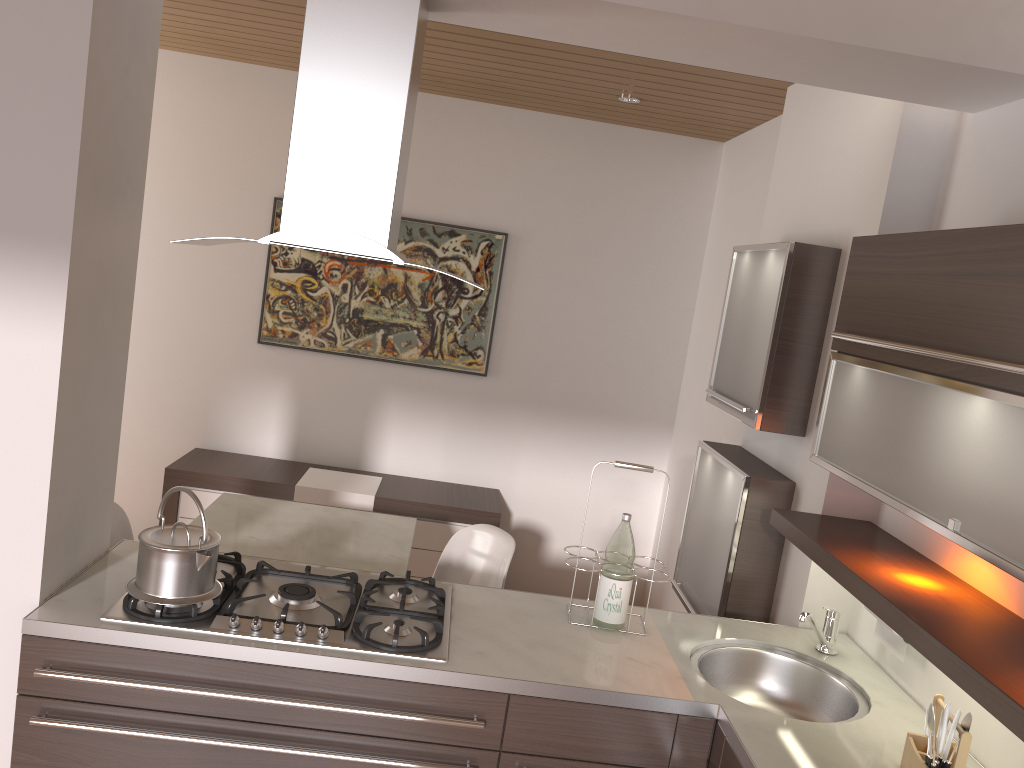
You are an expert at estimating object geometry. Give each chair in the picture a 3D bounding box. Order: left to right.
[{"bbox_3d":[-1.261,0.850,3.040,0.608,0.847,0.491,9,7,1],"label":"chair"},{"bbox_3d":[-0.342,0.961,3.287,0.608,0.847,0.491,4,8,-33],"label":"chair"}]

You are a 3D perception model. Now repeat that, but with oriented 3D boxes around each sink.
[{"bbox_3d":[0.683,0.768,2.306,0.450,0.347,0.494,9,7,2],"label":"sink"}]

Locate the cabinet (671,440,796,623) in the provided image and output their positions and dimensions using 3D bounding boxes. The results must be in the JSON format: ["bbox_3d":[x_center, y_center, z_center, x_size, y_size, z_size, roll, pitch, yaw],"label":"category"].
[{"bbox_3d":[0.756,0.558,3.169,0.194,0.600,0.598,8,7,-4],"label":"cabinet"}]

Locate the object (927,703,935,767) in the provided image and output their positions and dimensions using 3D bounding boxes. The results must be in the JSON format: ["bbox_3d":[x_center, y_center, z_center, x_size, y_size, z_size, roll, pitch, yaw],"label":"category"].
[{"bbox_3d":[0.835,0.734,1.775,0.042,0.192,0.040,15,10,42],"label":"object"}]

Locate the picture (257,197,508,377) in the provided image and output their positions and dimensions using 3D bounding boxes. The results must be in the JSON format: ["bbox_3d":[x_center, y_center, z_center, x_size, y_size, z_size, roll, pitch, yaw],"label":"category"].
[{"bbox_3d":[-0.712,-0.525,4.878,1.277,0.801,0.018,8,7,-4],"label":"picture"}]

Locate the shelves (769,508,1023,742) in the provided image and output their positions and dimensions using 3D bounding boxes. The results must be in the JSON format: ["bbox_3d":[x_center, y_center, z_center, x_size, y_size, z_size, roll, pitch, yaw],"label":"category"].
[{"bbox_3d":[0.961,0.533,1.712,0.313,0.050,1.850,8,7,-4],"label":"shelves"}]

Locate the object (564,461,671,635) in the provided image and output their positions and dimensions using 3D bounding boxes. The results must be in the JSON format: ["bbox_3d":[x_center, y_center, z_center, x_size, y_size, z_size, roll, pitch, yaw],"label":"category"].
[{"bbox_3d":[0.299,0.440,2.465,0.291,0.453,0.210,9,7,1],"label":"object"}]

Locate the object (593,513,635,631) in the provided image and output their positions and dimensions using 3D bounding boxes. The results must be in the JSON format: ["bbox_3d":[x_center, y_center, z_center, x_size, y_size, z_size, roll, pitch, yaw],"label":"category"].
[{"bbox_3d":[0.288,0.509,2.420,0.091,0.319,0.091,13,8,31],"label":"object"}]

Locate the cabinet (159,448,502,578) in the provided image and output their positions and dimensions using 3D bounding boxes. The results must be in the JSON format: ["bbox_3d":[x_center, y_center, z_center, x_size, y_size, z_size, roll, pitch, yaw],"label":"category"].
[{"bbox_3d":[-0.950,0.804,4.764,1.740,0.608,0.540,8,7,-4],"label":"cabinet"}]

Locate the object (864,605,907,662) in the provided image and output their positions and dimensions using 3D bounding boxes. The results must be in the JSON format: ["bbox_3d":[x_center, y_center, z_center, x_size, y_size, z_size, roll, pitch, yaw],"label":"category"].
[{"bbox_3d":[0.978,0.637,2.332,0.053,0.119,0.165,8,7,-4],"label":"object"}]

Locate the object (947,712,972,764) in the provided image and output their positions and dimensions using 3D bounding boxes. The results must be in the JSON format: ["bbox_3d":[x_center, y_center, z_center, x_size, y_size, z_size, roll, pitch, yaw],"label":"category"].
[{"bbox_3d":[0.883,0.742,1.770,0.040,0.192,0.042,2,10,-45],"label":"object"}]

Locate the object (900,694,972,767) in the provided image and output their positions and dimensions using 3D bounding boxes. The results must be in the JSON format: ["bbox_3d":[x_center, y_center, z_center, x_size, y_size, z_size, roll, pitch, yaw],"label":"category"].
[{"bbox_3d":[0.887,0.754,1.820,0.100,0.170,0.173,10,7,8],"label":"object"}]

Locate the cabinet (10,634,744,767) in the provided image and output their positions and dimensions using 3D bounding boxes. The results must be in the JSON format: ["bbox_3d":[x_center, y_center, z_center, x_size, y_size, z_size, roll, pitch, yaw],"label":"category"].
[{"bbox_3d":[-0.079,1.181,1.749,2.150,0.870,1.850,8,7,-4],"label":"cabinet"}]

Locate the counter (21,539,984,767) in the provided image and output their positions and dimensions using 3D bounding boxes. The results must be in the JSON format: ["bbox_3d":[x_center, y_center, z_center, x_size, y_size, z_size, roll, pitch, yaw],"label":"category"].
[{"bbox_3d":[-0.011,0.737,1.693,2.150,0.036,1.850,8,7,-4],"label":"counter"}]

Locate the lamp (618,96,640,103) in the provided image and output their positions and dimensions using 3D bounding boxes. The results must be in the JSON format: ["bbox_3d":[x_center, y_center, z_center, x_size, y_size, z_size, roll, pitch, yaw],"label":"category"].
[{"bbox_3d":[0.549,-1.346,4.122,0.102,0.055,0.102,10,7,13],"label":"lamp"}]

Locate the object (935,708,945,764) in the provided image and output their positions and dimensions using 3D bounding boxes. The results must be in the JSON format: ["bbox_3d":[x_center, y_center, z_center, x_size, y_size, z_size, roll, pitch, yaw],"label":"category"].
[{"bbox_3d":[0.852,0.740,1.775,0.023,0.196,0.018,9,7,-2],"label":"object"}]

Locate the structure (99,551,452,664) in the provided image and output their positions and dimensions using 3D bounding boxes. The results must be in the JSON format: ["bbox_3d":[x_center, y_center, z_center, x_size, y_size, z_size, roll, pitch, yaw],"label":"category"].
[{"bbox_3d":[-0.553,0.539,2.280,0.797,0.047,0.494,8,7,-4],"label":"structure"}]

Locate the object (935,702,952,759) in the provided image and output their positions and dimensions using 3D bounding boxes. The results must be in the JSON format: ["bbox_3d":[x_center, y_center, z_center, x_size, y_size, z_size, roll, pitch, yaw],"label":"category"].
[{"bbox_3d":[0.866,0.740,1.793,0.018,0.196,0.022,8,7,-2],"label":"object"}]

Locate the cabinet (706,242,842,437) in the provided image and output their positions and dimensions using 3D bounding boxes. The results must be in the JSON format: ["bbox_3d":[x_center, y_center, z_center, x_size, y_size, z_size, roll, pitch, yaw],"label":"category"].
[{"bbox_3d":[0.811,-0.183,3.054,0.172,0.600,0.619,6,7,-18],"label":"cabinet"}]

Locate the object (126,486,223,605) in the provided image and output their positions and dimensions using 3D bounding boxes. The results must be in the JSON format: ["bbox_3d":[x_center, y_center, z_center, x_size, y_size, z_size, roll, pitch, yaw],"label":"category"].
[{"bbox_3d":[-0.796,0.370,2.129,0.221,0.251,0.221,7,7,-11],"label":"object"}]

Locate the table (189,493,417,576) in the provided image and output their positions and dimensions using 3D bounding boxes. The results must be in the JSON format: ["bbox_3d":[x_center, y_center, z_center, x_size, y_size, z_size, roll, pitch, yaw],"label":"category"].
[{"bbox_3d":[-0.823,0.946,3.173,0.800,0.758,1.100,8,7,-4],"label":"table"}]

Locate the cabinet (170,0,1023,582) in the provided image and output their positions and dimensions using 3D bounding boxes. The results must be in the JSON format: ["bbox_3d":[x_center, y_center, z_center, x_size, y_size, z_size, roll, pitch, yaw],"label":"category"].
[{"bbox_3d":[0.245,-0.311,1.621,2.058,1.032,1.399,9,7,0],"label":"cabinet"}]

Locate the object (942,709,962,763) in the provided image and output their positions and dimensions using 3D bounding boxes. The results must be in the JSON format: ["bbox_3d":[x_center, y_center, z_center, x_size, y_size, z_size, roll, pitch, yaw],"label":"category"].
[{"bbox_3d":[0.872,0.742,1.783,0.020,0.196,0.017,11,7,19],"label":"object"}]

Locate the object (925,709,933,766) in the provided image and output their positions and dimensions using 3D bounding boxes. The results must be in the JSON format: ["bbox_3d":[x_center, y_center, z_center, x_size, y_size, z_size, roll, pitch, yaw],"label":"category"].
[{"bbox_3d":[0.847,0.745,1.801,0.019,0.178,0.044,5,8,-29],"label":"object"}]

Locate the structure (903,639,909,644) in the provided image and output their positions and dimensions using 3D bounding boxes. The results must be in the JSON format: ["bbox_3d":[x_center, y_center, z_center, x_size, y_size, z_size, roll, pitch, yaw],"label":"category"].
[{"bbox_3d":[1.009,0.609,2.315,0.087,0.049,0.237,8,7,-3],"label":"structure"}]
